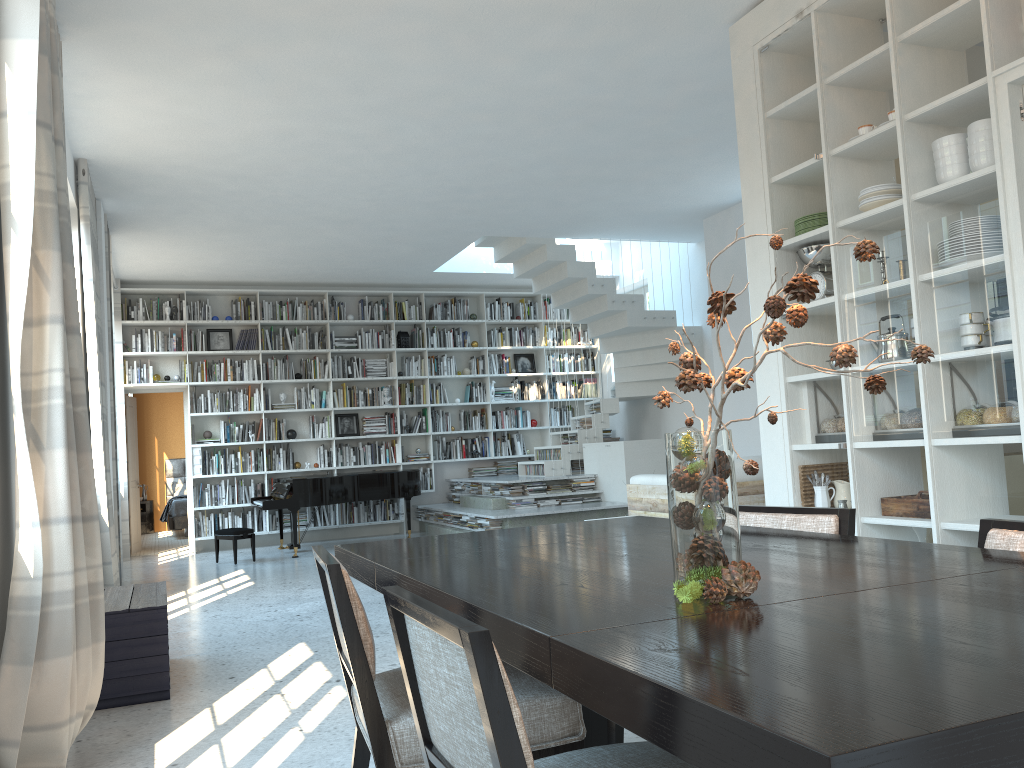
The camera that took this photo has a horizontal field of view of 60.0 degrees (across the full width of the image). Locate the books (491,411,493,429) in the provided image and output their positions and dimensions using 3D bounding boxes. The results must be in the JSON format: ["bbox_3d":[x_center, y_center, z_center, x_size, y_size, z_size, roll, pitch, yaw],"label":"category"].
[{"bbox_3d":[-0.302,0.495,12.029,0.012,0.254,0.161,-2,-4,-22],"label":"books"}]

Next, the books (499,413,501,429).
[{"bbox_3d":[-0.183,0.505,12.056,0.011,0.223,0.163,-2,-4,-22],"label":"books"}]

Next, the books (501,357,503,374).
[{"bbox_3d":[-0.165,-0.250,12.148,0.020,0.267,0.152,-2,-4,-22],"label":"books"}]

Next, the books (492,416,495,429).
[{"bbox_3d":[-0.279,0.527,12.023,0.023,0.186,0.159,-2,-4,-22],"label":"books"}]

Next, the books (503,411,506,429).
[{"bbox_3d":[-0.131,0.496,12.089,0.026,0.239,0.177,-2,-4,-22],"label":"books"}]

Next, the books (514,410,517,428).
[{"bbox_3d":[0.025,0.485,12.133,0.014,0.249,0.177,-2,-4,-22],"label":"books"}]

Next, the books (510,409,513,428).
[{"bbox_3d":[-0.032,0.480,12.107,0.012,0.262,0.186,-2,-4,-22],"label":"books"}]

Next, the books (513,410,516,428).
[{"bbox_3d":[-0.001,0.489,12.144,0.026,0.246,0.166,-2,-4,-22],"label":"books"}]

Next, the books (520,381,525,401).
[{"bbox_3d":[0.125,0.100,12.218,0.059,0.281,0.167,-2,-4,-22],"label":"books"}]

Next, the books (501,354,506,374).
[{"bbox_3d":[-0.132,-0.261,12.145,0.014,0.284,0.175,-2,-4,-22],"label":"books"}]

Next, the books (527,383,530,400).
[{"bbox_3d":[0.198,0.115,12.271,0.031,0.250,0.133,-2,-4,-22],"label":"books"}]

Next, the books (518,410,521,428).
[{"bbox_3d":[0.076,0.486,12.154,0.023,0.243,0.190,-2,-4,-22],"label":"books"}]

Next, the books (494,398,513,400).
[{"bbox_3d":[-0.148,0.207,12.103,0.285,0.012,0.159,-2,-4,-17],"label":"books"}]

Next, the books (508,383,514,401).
[{"bbox_3d":[-0.009,0.118,12.168,0.012,0.254,0.161,-2,-4,-22],"label":"books"}]

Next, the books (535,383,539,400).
[{"bbox_3d":[0.312,0.115,12.284,0.041,0.239,0.176,-2,-4,-22],"label":"books"}]

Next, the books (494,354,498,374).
[{"bbox_3d":[-0.231,-0.257,12.122,0.012,0.285,0.159,-2,-4,-22],"label":"books"}]

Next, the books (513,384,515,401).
[{"bbox_3d":[0.001,0.123,12.191,0.023,0.247,0.138,-2,-4,-22],"label":"books"}]

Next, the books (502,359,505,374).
[{"bbox_3d":[-0.138,-0.223,12.128,0.013,0.207,0.190,-2,-4,-22],"label":"books"}]

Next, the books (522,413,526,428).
[{"bbox_3d":[0.133,0.506,12.183,0.030,0.200,0.189,-2,-4,-22],"label":"books"}]

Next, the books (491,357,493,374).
[{"bbox_3d":[-0.301,-0.237,12.080,0.011,0.247,0.156,-2,-4,-22],"label":"books"}]

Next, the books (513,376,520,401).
[{"bbox_3d":[0.056,0.072,12.179,0.010,0.339,0.180,-2,-4,-22],"label":"books"}]

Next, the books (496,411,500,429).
[{"bbox_3d":[-0.205,0.495,12.062,0.024,0.247,0.143,-2,-4,-22],"label":"books"}]

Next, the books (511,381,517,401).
[{"bbox_3d":[0.027,0.103,12.195,0.012,0.285,0.159,-2,-4,-22],"label":"books"}]

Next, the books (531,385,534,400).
[{"bbox_3d":[0.255,0.131,12.283,0.025,0.213,0.155,-2,-4,-22],"label":"books"}]

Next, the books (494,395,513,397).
[{"bbox_3d":[-0.151,0.171,12.113,0.285,0.012,0.159,-2,-5,-24],"label":"books"}]

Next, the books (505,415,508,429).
[{"bbox_3d":[-0.100,0.523,12.086,0.027,0.181,0.186,-2,-4,-22],"label":"books"}]

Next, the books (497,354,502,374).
[{"bbox_3d":[-0.175,-0.261,12.130,0.012,0.287,0.176,-2,-4,-22],"label":"books"}]

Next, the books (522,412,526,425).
[{"bbox_3d":[0.158,0.498,12.210,0.037,0.218,0.139,-2,-4,-22],"label":"books"}]

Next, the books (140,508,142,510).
[{"bbox_3d":[-6.030,2.008,14.162,0.133,0.022,0.189,-6,-5,29],"label":"books"}]

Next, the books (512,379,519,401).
[{"bbox_3d":[0.047,0.092,12.175,0.011,0.300,0.184,-2,-4,-22],"label":"books"}]

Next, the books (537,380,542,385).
[{"bbox_3d":[0.401,0.092,12.354,0.029,0.283,0.139,-2,-4,-22],"label":"books"}]

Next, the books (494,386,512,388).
[{"bbox_3d":[-0.156,0.051,12.121,0.285,0.012,0.159,-2,-4,-20],"label":"books"}]

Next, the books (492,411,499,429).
[{"bbox_3d":[-0.234,0.496,12.038,0.047,0.244,0.177,-2,-4,-22],"label":"books"}]

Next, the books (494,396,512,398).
[{"bbox_3d":[-0.152,0.183,12.111,0.254,0.012,0.161,-2,-4,-20],"label":"books"}]

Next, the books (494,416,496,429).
[{"bbox_3d":[-0.258,0.527,12.029,0.022,0.184,0.163,-2,-4,-22],"label":"books"}]

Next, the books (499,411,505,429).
[{"bbox_3d":[-0.158,0.492,12.061,0.045,0.246,0.186,-2,-4,-22],"label":"books"}]

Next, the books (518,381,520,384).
[{"bbox_3d":[0.087,0.103,12.216,0.013,0.280,0.131,-2,-4,-22],"label":"books"}]

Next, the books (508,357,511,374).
[{"bbox_3d":[-0.059,-0.243,12.166,0.026,0.243,0.178,-2,-4,-22],"label":"books"}]

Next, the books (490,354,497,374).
[{"bbox_3d":[-0.268,-0.258,12.101,0.065,0.288,0.146,-2,-4,-22],"label":"books"}]

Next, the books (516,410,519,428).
[{"bbox_3d":[0.051,0.484,12.171,0.012,0.254,0.161,-2,-4,-22],"label":"books"}]

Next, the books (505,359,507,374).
[{"bbox_3d":[-0.109,-0.226,12.156,0.033,0.213,0.153,-2,-4,-22],"label":"books"}]

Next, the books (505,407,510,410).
[{"bbox_3d":[-0.050,0.463,12.120,0.013,0.299,0.147,-2,-4,-22],"label":"books"}]

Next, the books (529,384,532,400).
[{"bbox_3d":[0.227,0.122,12.281,0.028,0.235,0.129,-2,-4,-22],"label":"books"}]

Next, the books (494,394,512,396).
[{"bbox_3d":[-0.150,0.159,12.107,0.254,0.012,0.161,-1,-5,-27],"label":"books"}]

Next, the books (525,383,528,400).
[{"bbox_3d":[0.176,0.118,12.243,0.031,0.242,0.147,-2,-4,-22],"label":"books"}]

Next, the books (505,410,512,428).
[{"bbox_3d":[-0.060,0.484,12.090,0.028,0.255,0.191,-2,-4,-22],"label":"books"}]

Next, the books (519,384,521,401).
[{"bbox_3d":[0.075,0.124,12.191,0.030,0.236,0.179,-2,-4,-22],"label":"books"}]

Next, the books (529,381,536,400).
[{"bbox_3d":[0.283,0.100,12.271,0.021,0.271,0.191,-2,-4,-22],"label":"books"}]

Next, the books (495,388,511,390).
[{"bbox_3d":[-0.155,0.075,12.119,0.254,0.012,0.161,-2,-4,-20],"label":"books"}]

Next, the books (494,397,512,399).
[{"bbox_3d":[-0.149,0.195,12.107,0.254,0.012,0.161,-2,-4,-18],"label":"books"}]

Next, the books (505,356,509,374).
[{"bbox_3d":[-0.085,-0.246,12.167,0.021,0.253,0.167,-2,-4,-22],"label":"books"}]

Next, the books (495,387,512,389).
[{"bbox_3d":[-0.156,0.063,12.120,0.285,0.012,0.159,-2,-5,-24],"label":"books"}]

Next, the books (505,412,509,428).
[{"bbox_3d":[-0.086,0.499,12.103,0.012,0.229,0.179,-2,-4,-22],"label":"books"}]

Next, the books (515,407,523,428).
[{"bbox_3d":[0.096,0.463,12.168,0.026,0.290,0.181,-2,-4,-22],"label":"books"}]

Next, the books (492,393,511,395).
[{"bbox_3d":[-0.149,0.134,12.110,0.254,0.012,0.161,-2,-4,-17],"label":"books"}]

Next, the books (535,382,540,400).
[{"bbox_3d":[0.336,0.107,12.310,0.024,0.254,0.145,-2,-4,-22],"label":"books"}]

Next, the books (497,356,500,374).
[{"bbox_3d":[-0.209,-0.249,12.141,0.043,0.268,0.131,-2,-4,-22],"label":"books"}]

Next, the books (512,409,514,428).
[{"bbox_3d":[-0.018,0.476,12.134,0.011,0.272,0.152,-2,-4,-22],"label":"books"}]
